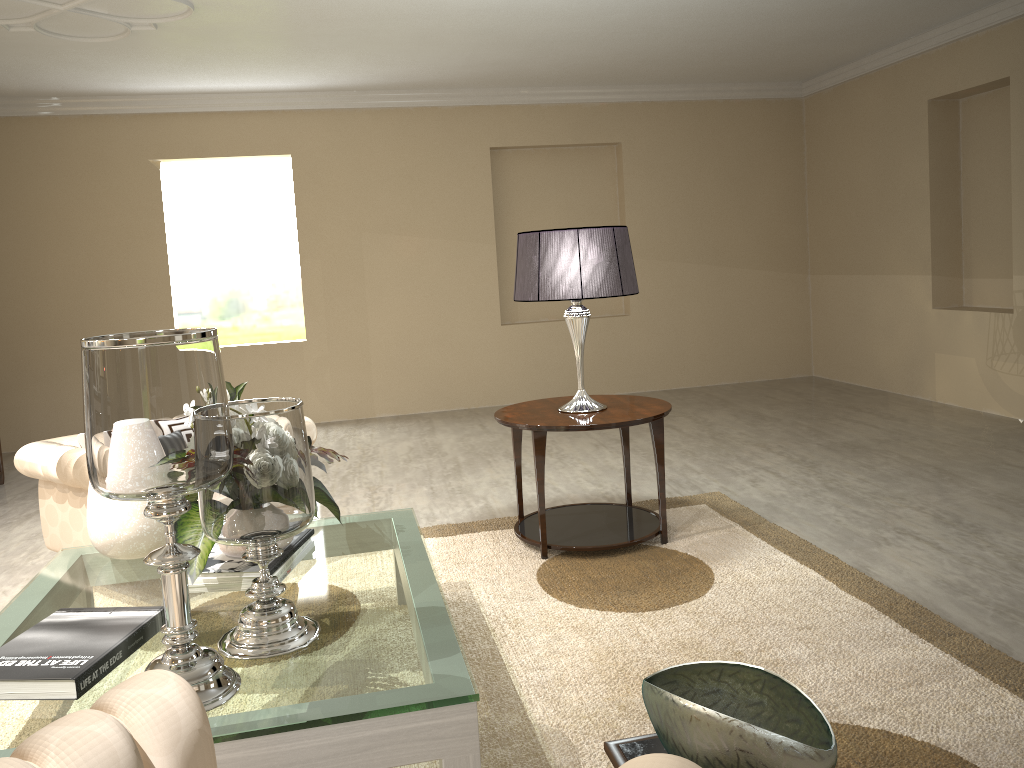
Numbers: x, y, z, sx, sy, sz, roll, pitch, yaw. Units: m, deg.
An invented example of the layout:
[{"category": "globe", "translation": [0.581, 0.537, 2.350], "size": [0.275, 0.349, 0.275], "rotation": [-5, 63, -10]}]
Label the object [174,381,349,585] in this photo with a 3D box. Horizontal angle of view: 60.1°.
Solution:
[{"category": "object", "translation": [-0.691, 0.214, 2.344], "size": [0.511, 0.472, 0.549], "rotation": [-5, 7, -10]}]

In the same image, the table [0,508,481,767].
[{"category": "table", "translation": [-0.696, 0.698, 2.146], "size": [1.057, 0.343, 1.306], "rotation": [-5, 8, -11]}]

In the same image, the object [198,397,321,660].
[{"category": "object", "translation": [-0.537, 0.296, 1.886], "size": [0.236, 0.502, 0.237], "rotation": [-5, 6, -14]}]

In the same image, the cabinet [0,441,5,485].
[{"category": "cabinet", "translation": [-3.045, 0.237, 4.634], "size": [0.428, 0.809, 0.828], "rotation": [-5, 6, -11]}]

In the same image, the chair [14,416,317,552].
[{"category": "chair", "translation": [-1.261, 0.433, 3.307], "size": [0.734, 0.548, 0.854], "rotation": [2, 9, 38]}]

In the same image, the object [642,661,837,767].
[{"category": "object", "translation": [0.379, 0.603, 1.524], "size": [0.196, 0.177, 0.376], "rotation": [-8, 9, -36]}]

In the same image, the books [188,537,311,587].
[{"category": "books", "translation": [-0.706, 0.468, 2.369], "size": [0.254, 0.019, 0.339], "rotation": [-3, 8, 3]}]

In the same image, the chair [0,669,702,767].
[{"category": "chair", "translation": [-0.262, 0.711, 0.839], "size": [0.849, 0.550, 0.714], "rotation": [-1, 7, 24]}]

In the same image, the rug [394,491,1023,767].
[{"category": "rug", "translation": [-0.093, 0.785, 2.202], "size": [2.673, 0.022, 2.985], "rotation": [-5, 8, -11]}]

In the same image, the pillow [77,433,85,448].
[{"category": "pillow", "translation": [-1.410, 0.273, 3.215], "size": [0.183, 0.247, 0.282], "rotation": [-2, 7, 12]}]

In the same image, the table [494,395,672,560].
[{"category": "table", "translation": [0.284, 0.342, 3.406], "size": [0.675, 0.496, 0.677], "rotation": [-5, 7, -14]}]

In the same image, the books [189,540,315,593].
[{"category": "books", "translation": [-0.703, 0.486, 2.376], "size": [0.254, 0.019, 0.345], "rotation": [-3, 8, 5]}]

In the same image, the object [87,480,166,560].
[{"category": "object", "translation": [-1.093, 0.300, 2.550], "size": [0.252, 0.384, 0.253], "rotation": [-5, 6, -16]}]

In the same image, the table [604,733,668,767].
[{"category": "table", "translation": [0.382, 0.765, 1.538], "size": [0.336, 0.155, 0.387], "rotation": [-5, 8, -11]}]

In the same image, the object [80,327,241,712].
[{"category": "object", "translation": [-0.637, 0.246, 1.642], "size": [0.251, 0.680, 0.252], "rotation": [-4, 5, -6]}]

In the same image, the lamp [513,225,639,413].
[{"category": "lamp", "translation": [0.247, -0.243, 3.357], "size": [0.476, 0.678, 0.475], "rotation": [-8, 7, -36]}]

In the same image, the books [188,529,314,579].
[{"category": "books", "translation": [-0.716, 0.451, 2.372], "size": [0.274, 0.016, 0.343], "rotation": [-3, 8, 6]}]

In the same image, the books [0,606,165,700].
[{"category": "books", "translation": [-0.932, 0.559, 1.861], "size": [0.259, 0.044, 0.353], "rotation": [-3, 8, 7]}]
